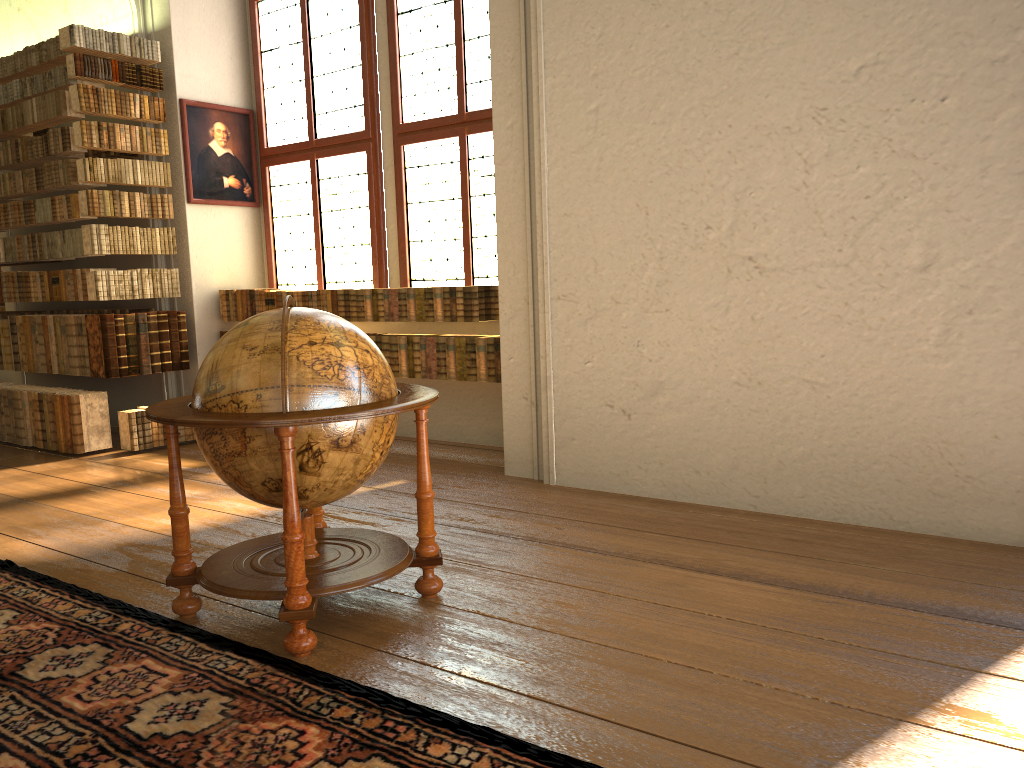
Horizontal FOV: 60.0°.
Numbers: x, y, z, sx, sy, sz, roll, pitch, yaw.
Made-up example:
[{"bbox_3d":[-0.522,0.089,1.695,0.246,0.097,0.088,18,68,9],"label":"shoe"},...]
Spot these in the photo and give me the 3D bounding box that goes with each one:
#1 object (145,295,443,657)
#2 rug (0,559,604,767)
[{"bbox_3d":[-0.964,0.323,4.052,1.278,1.452,1.276,-4,8,-16],"label":"object"},{"bbox_3d":[-10.765,0.872,7.925,36.882,0.064,4.695,3,8,36],"label":"rug"}]
